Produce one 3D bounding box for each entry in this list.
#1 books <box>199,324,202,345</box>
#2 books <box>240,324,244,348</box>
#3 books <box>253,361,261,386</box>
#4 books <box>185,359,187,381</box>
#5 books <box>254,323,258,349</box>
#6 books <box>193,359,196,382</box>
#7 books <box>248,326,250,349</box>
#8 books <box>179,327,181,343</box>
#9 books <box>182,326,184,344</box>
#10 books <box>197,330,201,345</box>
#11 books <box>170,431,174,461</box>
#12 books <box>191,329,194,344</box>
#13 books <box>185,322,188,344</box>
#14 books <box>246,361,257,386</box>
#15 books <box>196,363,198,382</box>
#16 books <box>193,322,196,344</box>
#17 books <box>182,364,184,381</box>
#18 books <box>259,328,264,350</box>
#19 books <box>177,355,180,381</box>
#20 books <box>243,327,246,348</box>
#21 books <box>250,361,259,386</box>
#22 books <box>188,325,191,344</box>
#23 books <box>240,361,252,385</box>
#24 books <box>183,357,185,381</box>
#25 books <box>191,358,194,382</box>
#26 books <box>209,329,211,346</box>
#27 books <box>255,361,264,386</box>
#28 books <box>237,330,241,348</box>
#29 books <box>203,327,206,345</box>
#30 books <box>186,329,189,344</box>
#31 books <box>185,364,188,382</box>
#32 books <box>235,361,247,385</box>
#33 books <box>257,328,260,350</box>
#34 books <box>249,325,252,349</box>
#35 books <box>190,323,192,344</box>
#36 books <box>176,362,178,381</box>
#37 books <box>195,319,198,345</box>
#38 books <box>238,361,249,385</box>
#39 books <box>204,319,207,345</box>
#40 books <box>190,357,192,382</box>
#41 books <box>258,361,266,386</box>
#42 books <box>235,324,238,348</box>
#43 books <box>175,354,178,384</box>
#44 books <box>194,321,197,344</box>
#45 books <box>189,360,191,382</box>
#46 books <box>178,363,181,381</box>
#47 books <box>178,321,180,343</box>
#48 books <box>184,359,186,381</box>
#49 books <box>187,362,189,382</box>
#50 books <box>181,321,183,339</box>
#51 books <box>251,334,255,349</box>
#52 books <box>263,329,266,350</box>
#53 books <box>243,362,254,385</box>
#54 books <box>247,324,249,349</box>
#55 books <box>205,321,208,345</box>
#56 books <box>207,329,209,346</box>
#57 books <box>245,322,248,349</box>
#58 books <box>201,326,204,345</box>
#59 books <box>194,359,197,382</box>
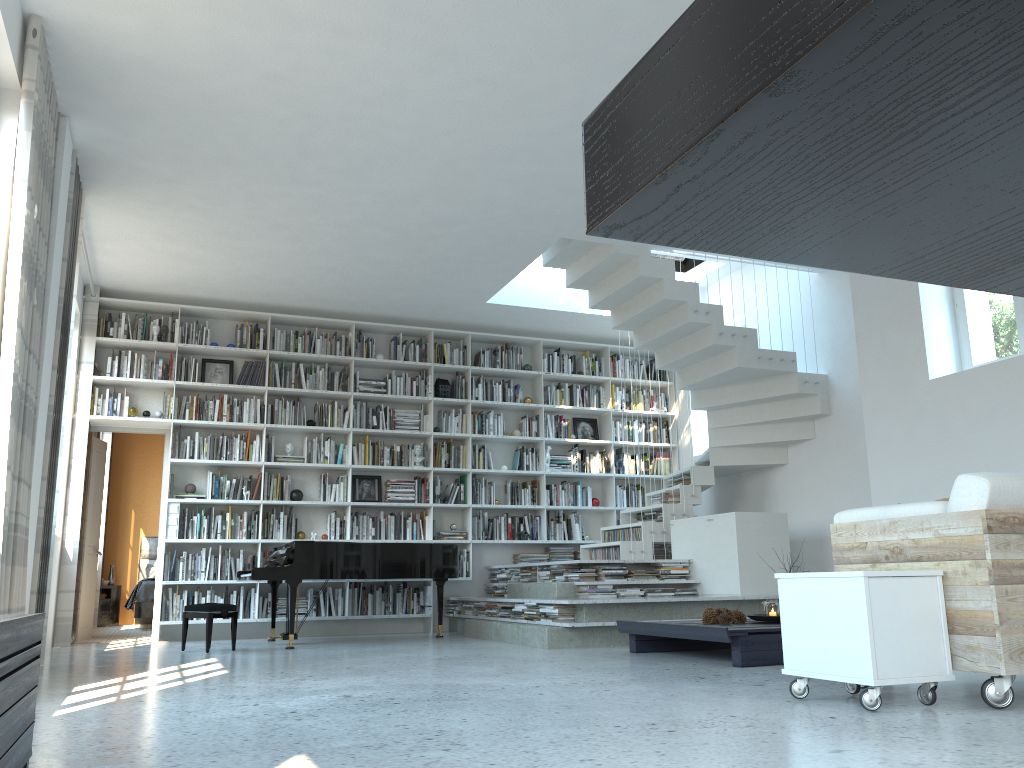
[{"bbox_3d":[-3.056,-0.451,8.699,0.013,0.252,0.129,4,-13,-21],"label":"books"},{"bbox_3d":[-2.699,-0.441,8.831,0.024,0.279,0.188,4,-13,-21],"label":"books"},{"bbox_3d":[-2.552,-0.070,8.835,0.078,0.285,0.174,4,-13,-21],"label":"books"},{"bbox_3d":[-3.150,-0.103,8.556,0.004,0.245,0.189,4,-13,-21],"label":"books"},{"bbox_3d":[-2.567,-0.441,8.877,0.025,0.296,0.164,4,-13,-21],"label":"books"},{"bbox_3d":[-3.084,-0.097,8.597,0.011,0.249,0.168,4,-13,-21],"label":"books"},{"bbox_3d":[-2.631,-0.428,8.854,0.010,0.263,0.157,4,-13,-21],"label":"books"},{"bbox_3d":[-3.231,-0.441,8.622,0.017,0.203,0.142,4,-13,-21],"label":"books"},{"bbox_3d":[-3.203,-0.440,8.639,0.032,0.209,0.158,4,-13,-21],"label":"books"},{"bbox_3d":[-3.071,-0.419,8.680,0.026,0.182,0.162,4,-13,-21],"label":"books"},{"bbox_3d":[-3.224,0.596,8.406,0.012,0.284,0.160,4,-13,-21],"label":"books"},{"bbox_3d":[-3.129,-0.426,8.670,0.014,0.192,0.146,4,-13,-21],"label":"books"},{"bbox_3d":[-3.180,-0.460,8.644,0.012,0.248,0.180,4,-13,-21],"label":"books"},{"bbox_3d":[-2.595,-0.076,8.792,0.097,0.282,0.174,4,-13,-21],"label":"books"},{"bbox_3d":[-3.058,-0.079,8.593,0.012,0.213,0.186,4,-13,-21],"label":"books"},{"bbox_3d":[-3.111,-0.461,8.671,0.016,0.260,0.154,4,-13,-21],"label":"books"},{"bbox_3d":[-3.171,-0.089,8.543,0.004,0.213,0.187,4,-13,-21],"label":"books"},{"bbox_3d":[-2.524,-0.415,8.901,0.031,0.253,0.178,4,-13,-21],"label":"books"},{"bbox_3d":[-3.221,-0.123,8.552,0.006,0.286,0.148,4,-13,-21],"label":"books"},{"bbox_3d":[-2.674,-0.424,8.837,0.028,0.248,0.156,4,-13,-21],"label":"books"},{"bbox_3d":[-2.571,-0.072,8.822,0.078,0.285,0.174,4,-13,-21],"label":"books"},{"bbox_3d":[-3.151,-0.446,8.650,0.013,0.224,0.177,4,-13,-21],"label":"books"},{"bbox_3d":[-2.645,-0.076,8.774,0.110,0.279,0.174,4,-13,-21],"label":"books"},{"bbox_3d":[-3.170,-0.108,8.563,0.009,0.259,0.184,4,-13,-21],"label":"books"},{"bbox_3d":[-3.096,-0.104,8.583,0.023,0.257,0.183,4,-13,-21],"label":"books"},{"bbox_3d":[-2.983,-0.423,8.732,0.013,0.209,0.136,4,-13,-21],"label":"books"},{"bbox_3d":[-2.529,-0.069,8.839,0.078,0.285,0.174,4,-13,-21],"label":"books"},{"bbox_3d":[-2.724,-0.412,8.820,0.028,0.218,0.153,4,-13,-21],"label":"books"},{"bbox_3d":[-3.022,-0.433,8.691,0.021,0.213,0.173,4,-13,-21],"label":"books"},{"bbox_3d":[-3.171,-0.429,8.656,0.017,0.193,0.129,4,-13,-21],"label":"books"},{"bbox_3d":[-3.158,-0.078,8.593,0.012,0.214,0.132,4,-13,-21],"label":"books"},{"bbox_3d":[-2.690,-0.078,8.765,0.110,0.279,0.174,4,-13,-21],"label":"books"},{"bbox_3d":[-2.553,-0.417,8.904,0.022,0.260,0.152,4,-13,-21],"label":"books"},{"bbox_3d":[-2.622,-0.433,8.860,0.011,0.273,0.184,4,-13,-21],"label":"books"},{"bbox_3d":[-3.140,-0.453,8.662,0.016,0.242,0.156,4,-13,-21],"label":"books"},{"bbox_3d":[-3.236,-0.092,8.565,0.006,0.232,0.136,4,-13,-21],"label":"books"},{"bbox_3d":[-3.084,-0.472,8.666,0.015,0.279,0.191,4,-13,-21],"label":"books"},{"bbox_3d":[-2.672,-0.074,8.782,0.110,0.279,0.174,4,-13,-21],"label":"books"},{"bbox_3d":[-3.017,-0.471,8.724,0.007,0.300,0.145,4,-13,-21],"label":"books"},{"bbox_3d":[-3.113,-0.114,8.590,0.005,0.280,0.191,4,-13,-21],"label":"books"},{"bbox_3d":[-2.503,-0.071,8.835,0.078,0.285,0.174,4,-13,-21],"label":"books"},{"bbox_3d":[-2.748,-0.439,8.830,0.013,0.277,0.151,4,-13,-21],"label":"books"},{"bbox_3d":[-3.230,-0.130,8.539,0.005,0.292,0.184,4,-13,-21],"label":"books"},{"bbox_3d":[-3.100,-0.466,8.675,0.007,0.271,0.155,4,-13,-21],"label":"books"},{"bbox_3d":[-3.124,-0.096,8.583,0.019,0.243,0.153,4,-13,-21],"label":"books"},{"bbox_3d":[-3.211,-0.082,8.551,0.015,0.206,0.172,4,-13,-21],"label":"books"},{"bbox_3d":[-3.245,-0.479,8.634,0.007,0.284,0.160,4,-13,-21],"label":"books"},{"bbox_3d":[-3.165,-0.100,8.573,0.010,0.248,0.166,4,-13,-21],"label":"books"},{"bbox_3d":[-3.131,-0.087,8.566,0.018,0.218,0.187,4,-13,-21],"label":"books"},{"bbox_3d":[-3.222,-0.465,8.637,0.007,0.258,0.157,4,-13,-21],"label":"books"},{"bbox_3d":[-2.594,-0.389,8.867,0.027,0.190,0.178,4,-13,-21],"label":"books"},{"bbox_3d":[-2.496,-0.408,8.927,0.039,0.251,0.147,4,-13,-21],"label":"books"},{"bbox_3d":[-2.630,-0.071,8.798,0.110,0.279,0.174,4,-13,-21],"label":"books"},{"bbox_3d":[-2.646,-0.436,8.863,0.013,0.282,0.167,4,-13,-21],"label":"books"},{"bbox_3d":[-3.012,-0.464,8.738,0.015,0.292,0.131,4,-13,-21],"label":"books"},{"bbox_3d":[-2.991,-0.422,8.718,0.014,0.201,0.171,4,-13,-21],"label":"books"},{"bbox_3d":[-2.664,-0.452,8.876,0.014,0.320,0.137,4,-13,-21],"label":"books"},{"bbox_3d":[-3.041,-0.436,8.692,0.013,0.219,0.181,4,-13,-21],"label":"books"},{"bbox_3d":[-3.073,-0.098,8.601,0.012,0.254,0.167,4,-13,-21],"label":"books"}]
